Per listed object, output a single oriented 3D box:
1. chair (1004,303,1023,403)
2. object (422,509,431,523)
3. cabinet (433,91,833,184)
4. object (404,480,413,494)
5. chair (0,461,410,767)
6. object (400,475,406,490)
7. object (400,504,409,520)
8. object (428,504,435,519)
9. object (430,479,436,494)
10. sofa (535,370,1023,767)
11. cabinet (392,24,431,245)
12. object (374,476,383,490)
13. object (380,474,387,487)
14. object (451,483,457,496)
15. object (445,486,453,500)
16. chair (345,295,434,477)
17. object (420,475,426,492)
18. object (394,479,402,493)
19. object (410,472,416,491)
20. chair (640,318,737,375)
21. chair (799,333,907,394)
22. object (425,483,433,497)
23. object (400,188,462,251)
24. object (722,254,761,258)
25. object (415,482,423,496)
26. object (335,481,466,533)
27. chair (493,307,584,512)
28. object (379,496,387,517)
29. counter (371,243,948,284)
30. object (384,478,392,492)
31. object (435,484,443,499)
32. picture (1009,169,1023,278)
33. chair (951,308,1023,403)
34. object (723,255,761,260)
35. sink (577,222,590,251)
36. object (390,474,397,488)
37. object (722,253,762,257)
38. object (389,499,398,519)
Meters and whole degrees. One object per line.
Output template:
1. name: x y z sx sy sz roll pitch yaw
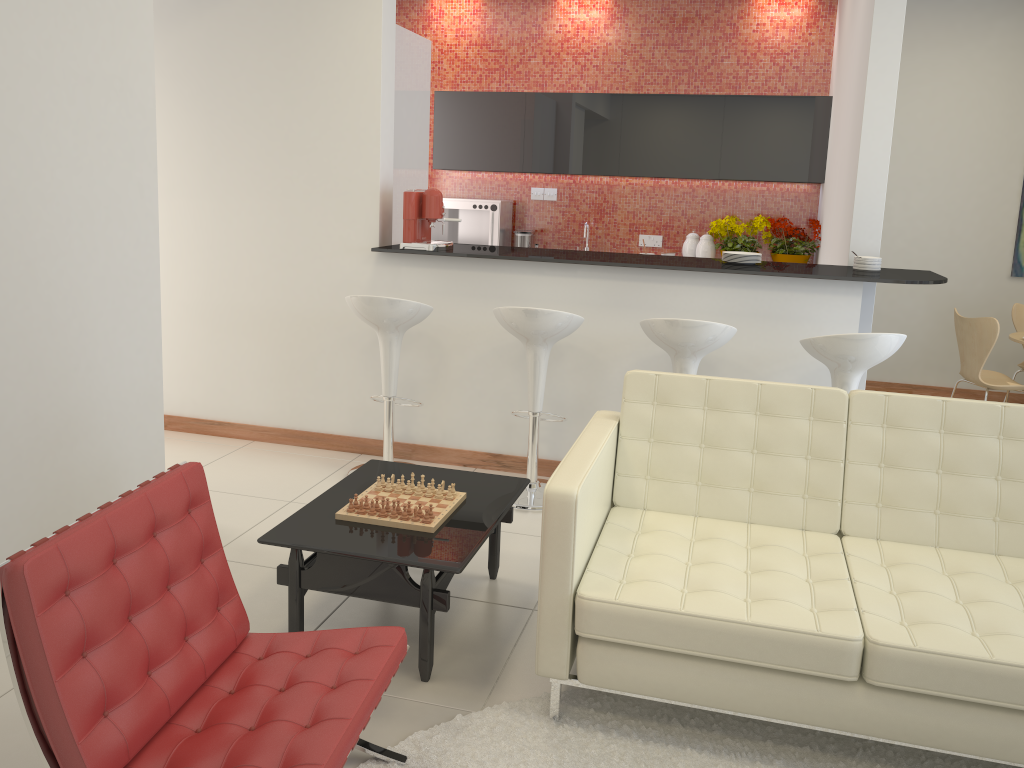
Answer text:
1. chair: 3.780 -0.083 6.169 0.521 0.898 0.521 1 10 -6
2. object: -0.290 0.449 3.014 0.030 0.043 0.030 6 11 21
3. cabinet: 0.932 -2.071 7.399 3.246 0.653 0.355 6 11 14
4. object: -0.383 0.382 3.282 0.030 0.049 0.030 6 11 22
5. chair: -0.678 0.696 2.099 0.707 0.809 0.707 4 11 9
6. object: -0.412 0.367 3.330 0.030 0.054 0.030 6 11 22
7. object: -0.367 0.436 3.033 0.030 0.054 0.030 6 11 22
8. object: -0.280 0.438 3.052 0.030 0.049 0.030 6 11 22
9. object: -0.296 0.378 3.300 0.030 0.054 0.030 6 11 22
10. sofa: 1.436 0.585 2.699 2.567 0.914 1.010 5 12 14
11. cabinet: -1.517 -1.051 5.875 1.639 2.499 1.066 5 10 14
12. object: -0.499 0.370 3.312 0.030 0.049 0.030 6 11 22
13. object: -0.489 0.365 3.350 0.030 0.043 0.030 6 11 21
14. object: -0.219 0.391 3.282 0.030 0.043 0.030 6 11 21
15. object: -0.229 0.397 3.243 0.030 0.049 0.030 6 11 22
16. chair: -0.647 0.016 4.678 0.458 1.011 0.468 7 11 25
17. object: -0.334 0.370 3.309 0.030 0.063 0.030 6 11 22
18. object: -0.422 0.378 3.292 0.030 0.049 0.030 6 11 22
19. object: -0.373 0.364 3.319 0.030 0.069 0.030 6 11 22
20. chair: 0.826 0.159 4.303 0.458 1.011 0.468 7 11 25
21. chair: 1.535 0.227 4.125 0.457 1.011 0.469 2 10 0
22. object: -0.306 0.389 3.263 0.030 0.049 0.030 6 11 22
23. object: -0.415 -0.921 4.935 0.321 0.333 0.324 5 11 14
24. object: 1.253 -0.694 4.828 0.211 0.015 0.212 -5 15 -31
25. object: -0.345 0.385 3.272 0.030 0.049 0.030 6 11 22
26. object: -0.391 0.437 3.187 0.360 0.021 0.364 5 13 14
27. chair: 0.119 0.090 4.483 0.458 1.011 0.468 7 11 25
28. object: -0.444 0.421 3.051 0.030 0.069 0.030 6 11 22
29. counter: 0.753 -0.672 4.839 2.967 0.019 0.743 6 13 14
30. object: -0.460 0.374 3.302 0.030 0.049 0.030 6 11 22
31. object: -0.267 0.393 3.253 0.030 0.049 0.030 6 11 22
32. picture: 4.783 -1.498 6.624 1.740 1.493 0.020 5 10 14
33. chair: 3.111 -0.006 5.707 0.515 0.898 0.526 2 10 -2
34. object: 1.253 -0.687 4.830 0.211 0.015 0.212 -5 15 -31
35. sink: 0.625 -1.113 7.562 0.809 0.532 0.420 5 11 14
36. object: -0.450 0.365 3.340 0.030 0.052 0.030 4 10 7
37. object: 1.253 -0.700 4.827 0.211 0.015 0.212 -5 15 -31
38. object: -0.406 0.427 3.042 0.030 0.063 0.030 6 11 22
